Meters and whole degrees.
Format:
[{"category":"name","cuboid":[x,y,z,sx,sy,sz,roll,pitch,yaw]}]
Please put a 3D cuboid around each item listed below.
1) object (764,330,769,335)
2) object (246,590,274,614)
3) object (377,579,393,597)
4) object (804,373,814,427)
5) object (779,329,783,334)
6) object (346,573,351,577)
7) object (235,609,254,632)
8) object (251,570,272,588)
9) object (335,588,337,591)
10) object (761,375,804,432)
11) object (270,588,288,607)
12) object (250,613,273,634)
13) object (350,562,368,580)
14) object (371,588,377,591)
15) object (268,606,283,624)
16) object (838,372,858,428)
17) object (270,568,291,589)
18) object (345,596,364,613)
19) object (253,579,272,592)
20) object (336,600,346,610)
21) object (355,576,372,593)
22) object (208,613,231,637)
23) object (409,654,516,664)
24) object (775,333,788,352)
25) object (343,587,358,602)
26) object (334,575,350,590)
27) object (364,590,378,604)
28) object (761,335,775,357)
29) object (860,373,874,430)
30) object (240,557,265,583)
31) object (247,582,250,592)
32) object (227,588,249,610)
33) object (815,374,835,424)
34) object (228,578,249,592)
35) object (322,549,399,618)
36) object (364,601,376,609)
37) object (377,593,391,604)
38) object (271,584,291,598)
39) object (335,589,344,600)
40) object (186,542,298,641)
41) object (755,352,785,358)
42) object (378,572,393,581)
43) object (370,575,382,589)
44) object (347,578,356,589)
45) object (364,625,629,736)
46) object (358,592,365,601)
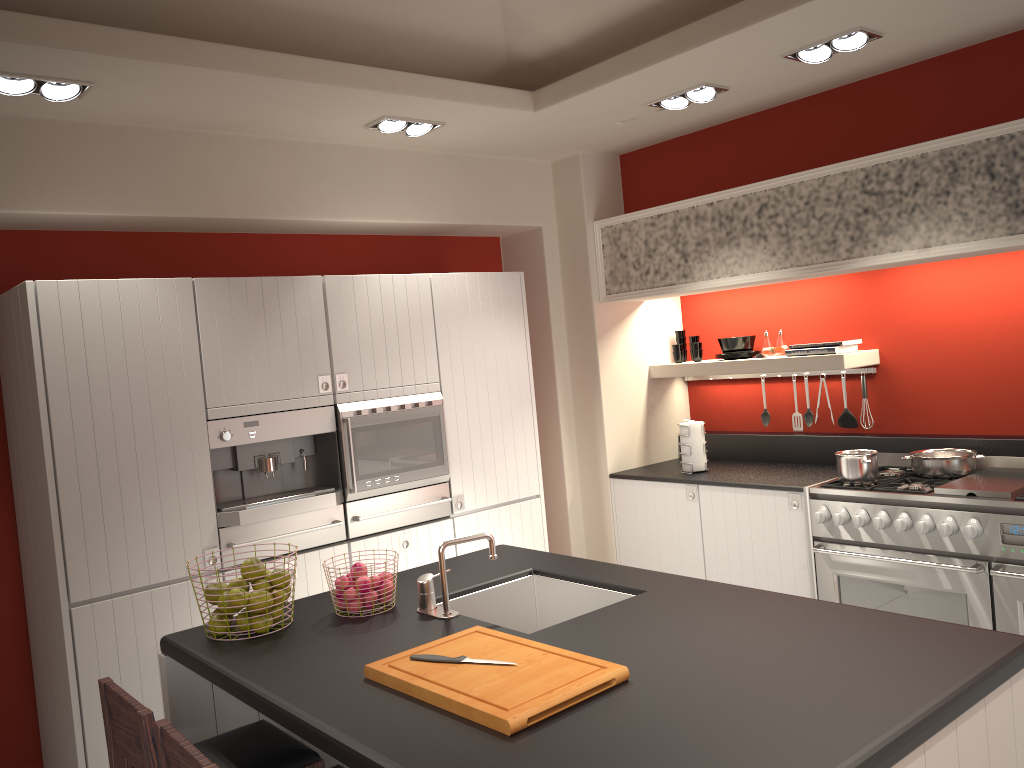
[{"category":"object","cuboid":[1.502,-0.300,5.236,0.023,0.031,0.024,-5,2,2]},{"category":"object","cuboid":[-0.776,0.671,2.731,0.082,0.082,0.082,-5,2,17]},{"category":"object","cuboid":[-0.411,0.665,2.891,0.055,0.056,0.055,-6,2,-30]},{"category":"object","cuboid":[1.756,0.096,5.264,0.022,0.323,0.067,-7,2,-41]},{"category":"object","cuboid":[1.591,-0.308,5.252,0.026,0.032,0.023,-4,2,33]},{"category":"object","cuboid":[-0.534,0.652,2.943,0.048,0.049,0.049,-6,2,-32]},{"category":"object","cuboid":[-0.822,0.734,2.751,0.068,0.068,0.068,-6,2,-28]},{"category":"object","cuboid":[-0.799,0.635,2.855,0.078,0.076,0.071,-5,2,20]},{"category":"object","cuboid":[-0.548,0.673,2.902,0.060,0.059,0.059,-6,2,-28]},{"category":"object","cuboid":[1.635,0.115,5.409,0.022,0.351,0.287,-7,2,-38]},{"category":"object","cuboid":[-0.731,0.668,2.769,0.057,0.057,0.055,-3,3,42]},{"category":"object","cuboid":[-0.768,0.730,2.720,0.068,0.068,0.068,-6,2,-28]},{"category":"object","cuboid":[-0.497,0.608,2.879,0.056,0.058,0.056,-5,2,5]},{"category":"object","cuboid":[-0.470,0.669,2.933,0.055,0.056,0.055,-6,2,-30]},{"category":"object","cuboid":[-0.767,0.719,2.806,0.084,0.079,0.086,-5,2,5]},{"category":"object","cuboid":[1.923,0.092,5.094,0.040,0.330,0.123,-7,2,-40]},{"category":"object","cuboid":[-0.730,0.614,2.795,0.067,0.064,0.067,-7,3,-39]},{"category":"object","cuboid":[-0.509,0.709,2.863,0.061,0.057,0.062,-7,3,-40]},{"category":"object","cuboid":[-0.781,0.637,2.778,0.056,0.054,0.057,-4,2,22]},{"category":"object","cuboid":[-0.552,0.716,2.908,0.050,0.049,0.049,-5,2,17]},{"category":"object","cuboid":[-0.476,0.644,2.846,0.056,0.055,0.051,-6,2,-25]},{"category":"object","cuboid":[-0.902,0.742,2.731,0.068,0.068,0.068,-6,2,-28]},{"category":"object","cuboid":[-0.120,0.689,2.217,0.302,0.010,0.035,-4,2,21]},{"category":"object","cuboid":[1.596,-0.234,5.256,0.077,0.134,0.076,-4,2,34]},{"category":"object","cuboid":[-0.516,0.671,2.830,0.048,0.046,0.048,-5,2,10]},{"category":"object","cuboid":[-0.544,0.638,2.841,0.048,0.046,0.048,-5,2,6]},{"category":"object","cuboid":[-0.454,0.685,2.854,0.046,0.043,0.046,-5,2,0]},{"category":"object","cuboid":[1.510,-0.225,5.238,0.076,0.131,0.076,-5,2,3]},{"category":"object","cuboid":[1.987,0.096,4.989,0.069,0.328,0.069,-4,2,28]},{"category":"object","cuboid":[-0.819,0.587,2.803,0.078,0.080,0.078,-7,3,-39]},{"category":"object","cuboid":[-0.871,0.651,2.840,0.062,0.061,0.057,-6,2,-25]},{"category":"object","cuboid":[-0.834,0.653,2.705,0.067,0.068,0.067,-5,2,13]},{"category":"object","cuboid":[1.820,0.089,5.190,0.009,0.296,0.124,-7,2,-40]},{"category":"object","cuboid":[-0.853,0.635,2.762,0.062,0.061,0.057,-6,2,-25]},{"category":"object","cuboid":[-0.485,0.652,2.899,0.247,0.168,0.248,-4,3,38]},{"category":"object","cuboid":[-0.463,0.715,2.889,0.040,0.039,0.039,-5,2,9]},{"category":"object","cuboid":[-0.424,0.703,2.937,0.050,0.049,0.049,-5,2,17]},{"category":"object","cuboid":[-0.738,0.661,2.831,0.066,0.064,0.067,-7,2,-35]},{"category":"object","cuboid":[-0.551,0.677,2.859,0.041,0.041,0.040,-5,2,-3]},{"category":"object","cuboid":[-0.838,0.653,2.795,0.341,0.232,0.341,-5,2,-7]},{"category":"object","cuboid":[1.558,-0.174,5.248,0.183,0.027,0.160,-6,2,-11]},{"category":"object","cuboid":[-0.421,0.649,2.938,0.056,0.050,0.055,-5,2,-1]},{"category":"object","cuboid":[-0.446,0.646,2.892,0.041,0.044,0.045,-5,2,20]},{"category":"object","cuboid":[-0.525,0.648,2.877,0.041,0.039,0.041,-6,2,-23]},{"category":"object","cuboid":[-0.051,0.706,2.173,0.373,0.033,0.570,-7,3,-41]},{"category":"object","cuboid":[-0.508,0.712,2.920,0.050,0.049,0.049,-5,2,17]}]
